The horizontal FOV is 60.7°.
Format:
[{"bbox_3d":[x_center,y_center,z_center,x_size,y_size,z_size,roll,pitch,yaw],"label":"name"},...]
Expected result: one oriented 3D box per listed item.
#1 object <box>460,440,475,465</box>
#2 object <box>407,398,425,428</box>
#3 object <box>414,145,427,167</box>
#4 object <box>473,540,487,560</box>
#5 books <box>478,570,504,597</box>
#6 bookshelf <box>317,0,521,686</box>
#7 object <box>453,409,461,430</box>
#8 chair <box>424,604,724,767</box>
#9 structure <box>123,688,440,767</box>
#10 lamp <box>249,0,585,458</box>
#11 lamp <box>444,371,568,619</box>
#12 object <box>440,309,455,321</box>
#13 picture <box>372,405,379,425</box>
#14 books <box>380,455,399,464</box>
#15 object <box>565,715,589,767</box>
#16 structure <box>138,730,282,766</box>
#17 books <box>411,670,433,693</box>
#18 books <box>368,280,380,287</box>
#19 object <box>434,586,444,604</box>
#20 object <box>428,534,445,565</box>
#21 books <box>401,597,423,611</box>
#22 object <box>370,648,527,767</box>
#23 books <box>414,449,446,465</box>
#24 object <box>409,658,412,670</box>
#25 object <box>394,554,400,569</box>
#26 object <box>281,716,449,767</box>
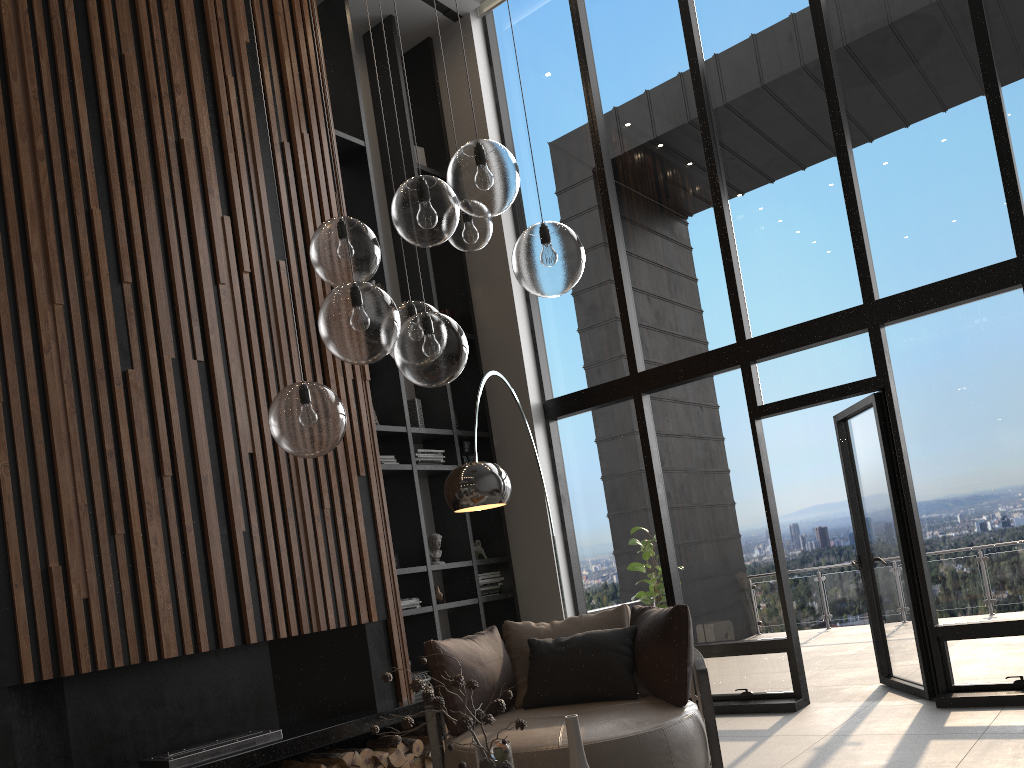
[{"bbox_3d":[-0.364,0.567,7.055,0.060,0.230,0.188,-12,-8,39],"label":"object"},{"bbox_3d":[-0.746,0.252,6.710,0.105,0.256,0.104,-10,-5,17],"label":"object"},{"bbox_3d":[-0.786,-1.823,7.238,0.133,0.257,0.085,-4,-7,-43],"label":"object"},{"bbox_3d":[-0.329,1.292,7.049,0.132,0.277,0.253,-12,-8,29],"label":"object"},{"bbox_3d":[-0.258,1.608,6.999,0.222,0.187,0.374,-15,-13,36],"label":"books"},{"bbox_3d":[-0.851,-0.356,6.741,0.343,5.242,1.453,-11,-5,36],"label":"bookshelf"},{"bbox_3d":[-0.487,0.318,7.088,0.142,0.215,0.141,-12,-7,27],"label":"object"},{"bbox_3d":[0.302,1.689,4.644,1.435,0.885,1.520,-4,-11,-26],"label":"chair"},{"bbox_3d":[-1.839,2.199,4.467,0.680,0.451,6.539,-16,-14,36],"label":"structure"},{"bbox_3d":[-0.587,-2.253,2.928,1.250,4.928,1.227,-12,-5,34],"label":"lamp"},{"bbox_3d":[0.113,1.062,4.947,0.322,2.298,2.057,-10,-8,13],"label":"lamp"},{"bbox_3d":[-0.523,-0.489,7.198,0.103,0.227,0.102,-11,-5,21],"label":"object"},{"bbox_3d":[-1.082,0.222,6.366,0.116,0.267,0.216,-13,-8,37],"label":"picture"},{"bbox_3d":[-0.986,0.575,6.310,0.333,0.071,0.175,-18,-14,36],"label":"books"},{"bbox_3d":[0.123,1.103,2.379,0.317,0.392,0.323,-4,-9,-34],"label":"object"},{"bbox_3d":[-1.659,2.033,4.864,0.305,0.101,0.711,-17,-15,35],"label":"structure"},{"bbox_3d":[-0.756,2.125,6.201,0.223,0.125,0.339,-16,-14,35],"label":"books"},{"bbox_3d":[-1.139,-0.607,6.387,0.189,0.295,0.367,-13,-10,36],"label":"books"},{"bbox_3d":[-0.564,1.597,6.631,0.100,0.140,0.105,-7,-7,-15],"label":"object"},{"bbox_3d":[-0.591,1.259,6.642,0.137,0.241,0.139,-7,-6,-12],"label":"object"},{"bbox_3d":[-0.821,1.576,6.221,0.223,0.077,0.323,-17,-15,35],"label":"books"},{"bbox_3d":[-0.194,1.147,2.810,0.544,0.595,0.321,-10,-6,8],"label":"object"},{"bbox_3d":[-0.685,0.586,6.692,0.223,0.126,0.323,-16,-14,35],"label":"books"},{"bbox_3d":[-0.774,1.997,6.205,0.136,0.131,0.136,-11,-9,16],"label":"object"},{"bbox_3d":[-0.898,1.224,6.263,0.060,0.232,0.188,-12,-8,34],"label":"object"},{"bbox_3d":[-0.968,2.318,5.299,0.444,0.384,4.041,-15,-14,37],"label":"object"}]
